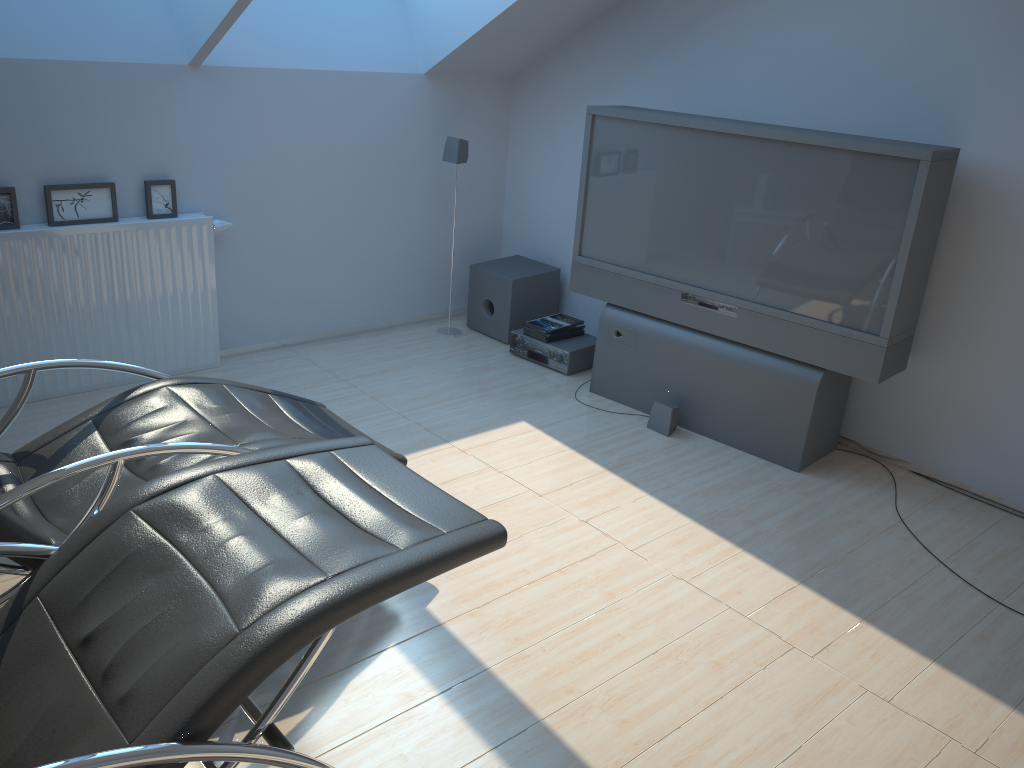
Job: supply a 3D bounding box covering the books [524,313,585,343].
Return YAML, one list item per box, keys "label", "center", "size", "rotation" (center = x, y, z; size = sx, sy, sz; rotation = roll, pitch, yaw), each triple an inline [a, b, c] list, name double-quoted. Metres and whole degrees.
- label: "books"
  center: [-0.017, 0.534, 3.094]
  size: [1.045, 0.222, 4.790]
  rotation: [10, 22, 13]

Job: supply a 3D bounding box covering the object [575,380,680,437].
- label: "object"
  center: [0.511, -0.021, 4.735]
  size: [0.394, 0.141, 1.163]
  rotation: [-1, 22, -13]

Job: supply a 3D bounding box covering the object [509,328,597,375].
- label: "object"
  center: [0.267, -0.215, 5.168]
  size: [0.450, 0.138, 0.358]
  rotation: [22, 28, 39]

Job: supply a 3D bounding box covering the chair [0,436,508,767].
- label: "chair"
  center: [-1.009, 0.634, 1.635]
  size: [2.114, 0.953, 0.836]
  rotation: [-14, 28, -40]

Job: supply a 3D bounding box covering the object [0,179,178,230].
- label: "object"
  center: [-1.967, -0.829, 4.082]
  size: [0.846, 0.180, 0.030]
  rotation: [-14, 28, -40]

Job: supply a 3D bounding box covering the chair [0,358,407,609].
- label: "chair"
  center: [-1.261, 0.090, 2.569]
  size: [1.938, 1.251, 0.836]
  rotation: [-14, 28, -40]

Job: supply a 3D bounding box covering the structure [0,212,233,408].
- label: "structure"
  center: [-1.958, -0.378, 4.260]
  size: [1.324, 0.800, 0.120]
  rotation: [-14, 28, -40]

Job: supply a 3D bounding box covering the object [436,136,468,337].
- label: "object"
  center: [-0.350, -0.867, 5.301]
  size: [0.158, 1.181, 0.160]
  rotation: [-14, 28, -40]

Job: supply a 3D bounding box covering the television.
- label: "television"
  center: [1.038, -0.494, 4.248]
  size: [1.686, 1.446, 0.400]
  rotation: [22, 28, 39]

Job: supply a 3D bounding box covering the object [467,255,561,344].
- label: "object"
  center: [0.005, -0.538, 5.543]
  size: [0.401, 0.424, 0.400]
  rotation: [-14, 28, -40]
